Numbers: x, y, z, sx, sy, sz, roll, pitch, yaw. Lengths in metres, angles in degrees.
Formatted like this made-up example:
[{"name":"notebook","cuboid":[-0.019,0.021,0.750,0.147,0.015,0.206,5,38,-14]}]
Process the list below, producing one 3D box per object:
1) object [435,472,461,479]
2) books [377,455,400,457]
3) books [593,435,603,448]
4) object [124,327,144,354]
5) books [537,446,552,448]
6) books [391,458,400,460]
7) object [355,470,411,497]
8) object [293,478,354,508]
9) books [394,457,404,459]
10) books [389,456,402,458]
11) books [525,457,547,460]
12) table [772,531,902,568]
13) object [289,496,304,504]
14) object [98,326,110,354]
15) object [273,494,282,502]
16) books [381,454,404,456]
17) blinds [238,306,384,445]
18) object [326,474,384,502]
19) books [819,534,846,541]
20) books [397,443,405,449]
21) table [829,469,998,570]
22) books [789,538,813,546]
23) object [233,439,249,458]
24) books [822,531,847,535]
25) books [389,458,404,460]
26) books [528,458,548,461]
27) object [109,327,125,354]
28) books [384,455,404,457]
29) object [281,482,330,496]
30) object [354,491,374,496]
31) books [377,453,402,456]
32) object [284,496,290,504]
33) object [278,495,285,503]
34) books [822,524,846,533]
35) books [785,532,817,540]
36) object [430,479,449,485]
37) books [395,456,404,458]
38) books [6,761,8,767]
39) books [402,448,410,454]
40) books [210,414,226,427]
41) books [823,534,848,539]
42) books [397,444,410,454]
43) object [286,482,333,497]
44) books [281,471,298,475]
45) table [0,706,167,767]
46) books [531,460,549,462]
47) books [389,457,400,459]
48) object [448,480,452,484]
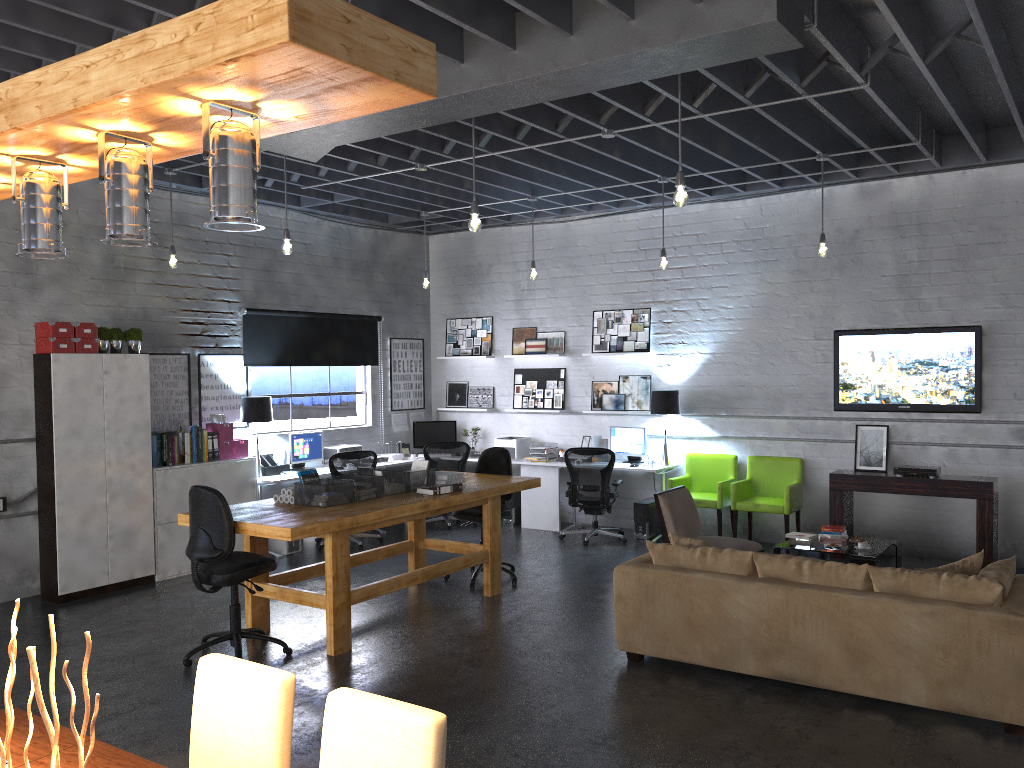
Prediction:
[{"name":"object","cuboid":[-0.647,0.756,7.409,0.519,0.047,0.046,0,2,34]},{"name":"books","cuboid":[-1.515,0.874,10.907,0.297,0.006,0.210,0,1,36]},{"name":"books","cuboid":[1.002,0.749,10.263,0.043,0.296,0.210,1,2,34]},{"name":"object","cuboid":[-3.366,-0.385,7.889,0.169,0.240,0.171,0,2,33]},{"name":"books","cuboid":[0.391,0.761,10.714,0.134,0.008,0.203,0,1,17]},{"name":"books","cuboid":[-1.516,0.911,10.911,0.297,0.006,0.210,0,1,34]},{"name":"object","cuboid":[-0.998,0.766,6.856,0.316,0.156,0.306,0,1,34]},{"name":"object","cuboid":[-1.344,0.779,6.348,0.316,0.156,0.306,0,1,34]},{"name":"books","cuboid":[-1.516,0.905,10.911,0.297,0.006,0.210,0,1,34]},{"name":"books","cuboid":[-1.513,0.890,10.912,0.297,0.006,0.210,0,1,34]},{"name":"books","cuboid":[0.279,0.871,10.394,0.148,0.014,0.211,-2,1,-41]},{"name":"table","cuboid":[2.873,1.553,7.822,0.873,0.300,0.872,0,1,38]},{"name":"object","cuboid":[-1.396,0.825,6.609,0.058,0.057,0.635,0,1,34]},{"name":"object","cuboid":[-3.549,-0.378,7.655,0.171,0.240,0.169,-2,2,-27]},{"name":"object","cuboid":[-1.538,0.825,6.705,0.057,0.058,0.635,0,1,34]},{"name":"books","cuboid":[-1.516,0.869,10.907,0.297,0.006,0.210,0,1,34]},{"name":"blinds","cuboid":[-2.211,-0.017,10.138,0.100,1.633,2.118,1,2,34]},{"name":"object","cuboid":[-1.171,0.772,6.602,0.316,0.156,0.306,0,1,34]},{"name":"books","cuboid":[2.887,1.384,7.994,0.223,0.032,0.161,0,1,14]},{"name":"books","cuboid":[-1.401,0.808,11.255,0.133,0.109,0.052,-2,2,-41]},{"name":"table","cuboid":[3.781,1.271,8.396,1.410,0.820,0.403,0,2,34]},{"name":"books","cuboid":[2.559,1.385,7.845,0.174,0.045,0.240,0,1,24]},{"name":"object","cuboid":[-2.788,0.648,8.930,0.214,0.177,0.161,0,2,34]},{"name":"books","cuboid":[2.900,1.331,7.982,0.208,0.024,0.144,0,1,19]},{"name":"books","cuboid":[-1.509,0.916,10.907,0.297,0.006,0.210,0,1,35]},{"name":"books","cuboid":[0.303,0.885,10.383,0.211,0.014,0.148,-1,1,9]},{"name":"object","cuboid":[-3.488,-0.381,7.792,0.169,0.240,0.171,-1,2,-17]},{"name":"books","cuboid":[-1.516,0.879,10.908,0.297,0.006,0.210,0,1,34]},{"name":"object","cuboid":[-1.467,0.776,6.654,0.057,0.057,0.635,0,1,34]},{"name":"object","cuboid":[-1.177,0.807,6.604,0.234,0.022,0.185,0,1,27]},{"name":"books","cuboid":[-1.513,0.864,10.911,0.297,0.006,0.210,0,1,35]},{"name":"object","cuboid":[-1.444,0.824,6.641,0.057,0.058,0.635,0,1,34]},{"name":"object","cuboid":[-1.490,0.825,6.672,0.058,0.057,0.635,0,1,34]},{"name":"books","cuboid":[2.894,1.299,7.975,0.185,0.041,0.128,0,1,29]},{"name":"books","cuboid":[2.565,1.348,7.867,0.223,0.027,0.161,0,1,44]},{"name":"object","cuboid":[-0.738,0.800,7.276,0.519,0.047,0.047,0,2,34]},{"name":"books","cuboid":[-1.513,0.895,10.912,0.297,0.006,0.210,0,1,34]},{"name":"books","cuboid":[-1.444,0.974,2.223,0.251,0.030,0.236,0,1,36]},{"name":"books","cuboid":[-1.343,0.848,11.183,0.102,0.076,0.037,-2,2,-41]},{"name":"books","cuboid":[-2.898,0.430,8.759,0.192,0.267,0.060,0,2,34]},{"name":"books","cuboid":[2.907,1.356,7.974,0.161,0.026,0.223,-1,1,4]},{"name":"books","cuboid":[-1.365,0.817,11.192,0.184,0.121,0.017,-2,2,-41]},{"name":"object","cuboid":[-1.420,0.776,6.622,0.057,0.057,0.635,0,1,34]},{"name":"books","cuboid":[-2.309,0.931,9.299,0.170,0.010,0.212,-1,1,-29]},{"name":"table","cuboid":[-1.145,1.465,2.094,1.800,0.780,0.853,0,2,34]},{"name":"books","cuboid":[0.323,0.899,10.384,0.211,0.014,0.148,-1,1,-1]},{"name":"books","cuboid":[-1.515,0.900,10.909,0.297,0.006,0.210,0,1,32]},{"name":"object","cuboid":[-0.711,0.799,7.315,0.519,0.047,0.047,0,2,34]}]
